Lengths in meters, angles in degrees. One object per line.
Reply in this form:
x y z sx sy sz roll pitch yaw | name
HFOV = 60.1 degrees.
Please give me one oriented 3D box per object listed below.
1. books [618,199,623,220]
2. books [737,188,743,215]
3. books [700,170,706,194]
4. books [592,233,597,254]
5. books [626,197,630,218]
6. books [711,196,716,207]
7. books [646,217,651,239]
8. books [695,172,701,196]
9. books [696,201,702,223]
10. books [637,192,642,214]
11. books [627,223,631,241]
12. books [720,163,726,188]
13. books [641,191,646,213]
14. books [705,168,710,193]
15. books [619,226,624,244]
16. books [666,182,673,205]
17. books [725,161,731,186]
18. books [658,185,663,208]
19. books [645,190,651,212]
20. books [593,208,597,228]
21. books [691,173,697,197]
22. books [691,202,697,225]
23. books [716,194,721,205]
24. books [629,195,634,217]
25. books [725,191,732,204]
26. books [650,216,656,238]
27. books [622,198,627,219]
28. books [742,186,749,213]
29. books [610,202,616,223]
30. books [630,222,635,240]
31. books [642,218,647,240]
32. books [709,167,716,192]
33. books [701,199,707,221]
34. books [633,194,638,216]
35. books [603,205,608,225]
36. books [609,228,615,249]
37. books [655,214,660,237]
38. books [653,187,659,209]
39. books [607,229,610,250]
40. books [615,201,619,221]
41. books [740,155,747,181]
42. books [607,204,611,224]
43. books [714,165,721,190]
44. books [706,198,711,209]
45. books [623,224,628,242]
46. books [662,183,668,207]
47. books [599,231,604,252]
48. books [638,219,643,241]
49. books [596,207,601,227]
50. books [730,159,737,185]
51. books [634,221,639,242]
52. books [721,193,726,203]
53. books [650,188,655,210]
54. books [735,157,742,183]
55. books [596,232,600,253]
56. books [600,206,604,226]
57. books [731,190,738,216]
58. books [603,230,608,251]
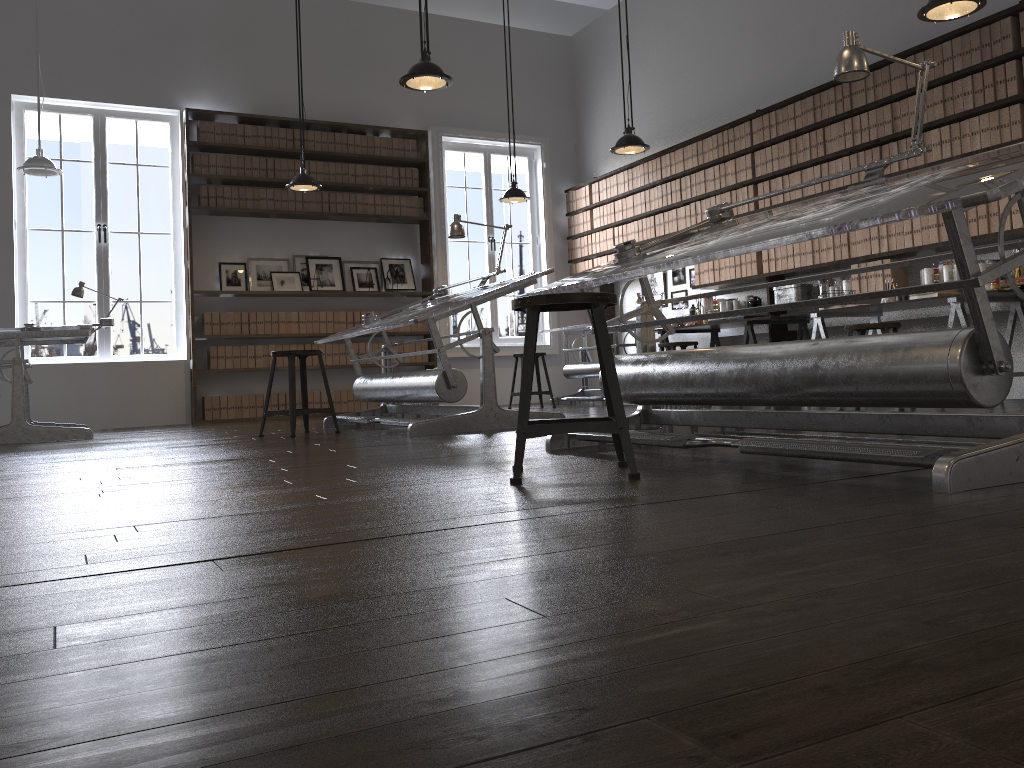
1.211 -1.824 9.322 0.174 0.226 0.066 -2 -3 -27 | books
2.050 -1.583 7.710 0.174 0.226 0.066 -2 -3 -27 | books
1.818 -1.844 8.137 0.174 0.226 0.067 -2 -2 -27 | books
0.978 -1.547 9.782 0.174 0.226 0.066 -2 -3 -27 | books
1.280 -1.826 9.198 0.174 0.226 0.066 -2 -2 -27 | books
1.890 -1.578 8.011 0.174 0.226 0.067 -2 -2 -27 | books
1.442 -1.556 8.893 0.174 0.226 0.066 -2 -2 -27 | books
1.793 -1.843 8.199 0.174 0.226 0.066 -2 -3 -27 | books
1.796 -1.575 8.198 0.174 0.226 0.066 -2 -2 -27 | books
1.367 -1.829 9.022 0.174 0.226 0.066 -2 -2 -27 | books
1.286 -1.551 9.198 0.174 0.226 0.066 -2 -2 -27 | books
1.947 -1.848 7.897 0.174 0.226 0.066 -2 -3 -27 | books
1.398 -1.830 8.957 0.174 0.226 0.067 -2 -2 -27 | books
1.853 -1.845 8.079 0.174 0.226 0.066 -2 -3 -27 | books
1.217 -1.548 9.320 0.174 0.226 0.067 -2 -2 -27 | books
1.591 -1.837 8.587 0.174 0.226 0.066 -2 -3 -27 | books
1.981 -1.850 7.836 0.174 0.226 0.066 -2 -3 -27 | books
1.526 -1.834 8.705 0.174 0.226 0.066 -2 -3 -27 | books
1.434 -1.831 8.896 0.174 0.226 0.066 -2 -2 -27 | books
0.987 -1.816 9.761 0.174 0.226 0.066 -2 -2 -27 | books
1.760 -1.842 8.262 0.174 0.226 0.066 -2 -3 -27 | books
1.760 -1.574 8.260 0.174 0.226 0.066 -2 -2 -27 | books
1.925 -1.579 7.947 0.174 0.226 0.066 -2 -3 -27 | books
1.305 -1.827 9.135 0.174 0.226 0.067 -2 -2 -27 | books
1.981 -1.581 7.831 0.174 0.226 0.067 -2 -2 -27 | books
1.471 -1.557 8.825 0.174 0.226 0.067 -2 -2 -27 | books
1.247 -1.825 9.261 0.174 0.226 0.066 -2 -2 -27 | books
2.078 -1.584 7.646 0.174 0.226 0.066 -2 -2 -27 | books
1.144 -1.821 9.451 0.174 0.226 0.067 -2 -2 -27 | books
1.315 -1.552 9.135 0.174 0.226 0.066 -2 -3 -27 | books
1.410 -1.555 8.950 0.174 0.226 0.066 -2 -3 -27 | books
1.880 -1.846 8.023 0.174 0.226 0.066 -2 -3 -27 | books
1.831 -1.576 8.138 0.174 0.226 0.066 -2 -3 -27 | books
1.340 -1.828 9.078 0.174 0.226 0.066 -2 -2 -27 | books
1.083 -1.819 9.577 0.174 0.226 0.066 -2 -2 -27 | books
1.138 -1.553 9.472 0.174 0.226 0.067 -2 -2 -27 | books
1.511 -1.558 8.761 0.174 0.226 0.066 -2 -2 -27 | books
1.496 -1.833 8.771 0.174 0.226 0.066 -2 -3 -27 | books
1.113 -1.552 9.530 0.174 0.226 0.066 -2 -2 -27 | books
1.183 -1.823 9.387 0.174 0.226 0.066 -2 -3 -27 | books
2.068 -1.852 7.657 0.174 0.226 0.066 -2 -2 -27 | books
1.115 -1.820 9.520 0.174 0.226 0.066 -2 -3 -27 | books
1.911 -1.847 7.958 0.174 0.226 0.067 -2 -2 -27 | books
1.861 -1.577 8.075 0.174 0.226 0.066 -2 -3 -27 | books
1.253 -1.550 9.260 0.174 0.226 0.066 -2 -2 -27 | books
1.559 -1.835 8.641 0.174 0.226 0.067 -2 -2 -27 | books
1.049 -1.550 9.660 0.174 0.226 0.066 -2 -2 -27 | books
1.378 -1.554 9.005 0.174 0.226 0.067 -2 -2 -27 | books
1.017 -1.817 9.695 0.174 0.226 0.066 -2 -2 -27 | books
2.006 -1.850 7.771 0.174 0.226 0.067 -2 -2 -27 | books
1.345 -1.553 9.069 0.174 0.226 0.066 -2 -3 -27 | books
1.955 -1.580 7.892 0.174 0.226 0.066 -2 -3 -27 | books
1.467 -1.832 8.835 0.174 0.226 0.066 -2 -2 -27 | books
2.041 -1.852 7.714 0.174 0.226 0.066 -2 -2 -27 | books
1.014 -1.549 9.720 0.174 0.226 0.066 -2 -3 -27 | books
1.050 -1.818 9.631 0.174 0.226 0.067 -2 -2 -27 | books
2.017 -1.582 7.773 0.174 0.226 0.066 -2 -3 -27 | books
1.079 -1.551 9.597 0.174 0.226 0.066 -2 -2 -27 | books
